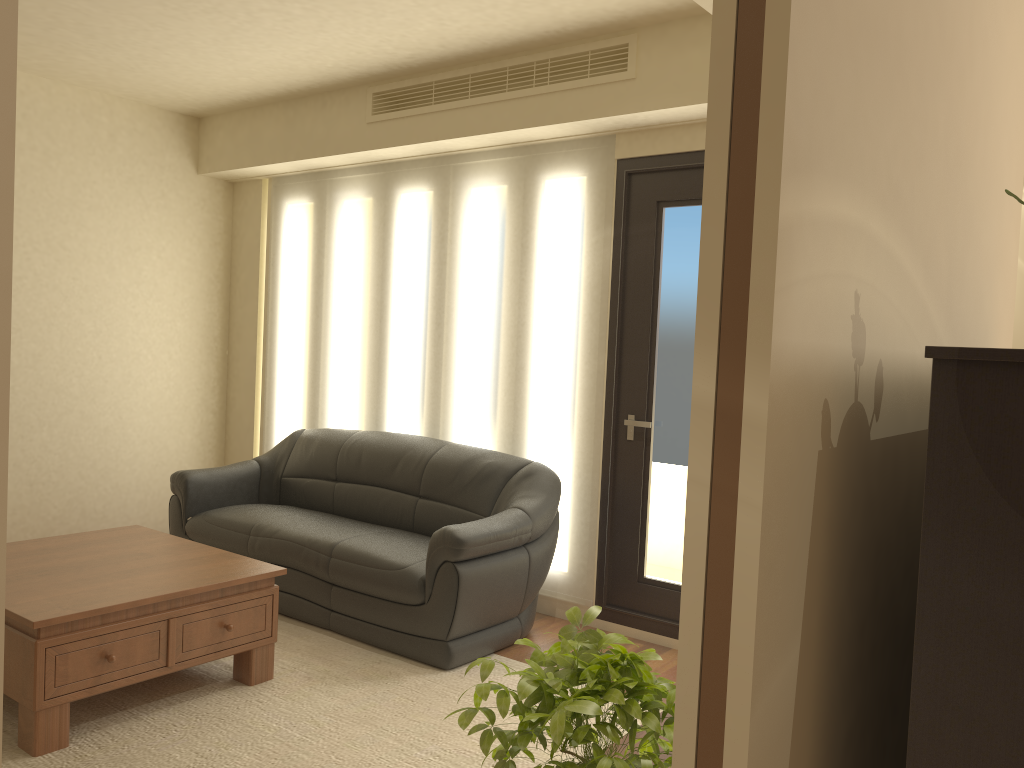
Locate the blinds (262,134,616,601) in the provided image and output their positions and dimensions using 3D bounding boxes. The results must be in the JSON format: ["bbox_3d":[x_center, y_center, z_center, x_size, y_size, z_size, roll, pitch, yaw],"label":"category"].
[{"bbox_3d":[-0.639,-0.161,5.499,2.830,2.453,0.002,4,3,37],"label":"blinds"}]

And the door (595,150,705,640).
[{"bbox_3d":[0.918,0.066,4.387,1.011,2.420,0.118,4,3,37],"label":"door"}]

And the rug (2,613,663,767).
[{"bbox_3d":[-1.361,1.254,3.653,3.592,0.011,2.482,4,3,37],"label":"rug"}]

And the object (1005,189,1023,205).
[{"bbox_3d":[0.815,-0.230,1.259,0.209,0.375,0.215,1,3,-29],"label":"object"}]

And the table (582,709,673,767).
[{"bbox_3d":[0.623,1.155,2.282,0.538,0.493,1.009,4,3,37],"label":"table"}]

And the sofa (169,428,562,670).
[{"bbox_3d":[-0.879,0.754,4.953,2.337,0.918,0.944,4,3,37],"label":"sofa"}]

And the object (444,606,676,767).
[{"bbox_3d":[0.136,0.924,1.682,0.565,0.957,0.528,2,2,-10],"label":"object"}]

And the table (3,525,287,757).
[{"bbox_3d":[-1.749,0.994,3.727,1.213,0.482,1.045,4,3,37],"label":"table"}]

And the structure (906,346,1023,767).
[{"bbox_3d":[1.321,0.715,1.647,0.792,1.502,1.493,4,3,37],"label":"structure"}]
